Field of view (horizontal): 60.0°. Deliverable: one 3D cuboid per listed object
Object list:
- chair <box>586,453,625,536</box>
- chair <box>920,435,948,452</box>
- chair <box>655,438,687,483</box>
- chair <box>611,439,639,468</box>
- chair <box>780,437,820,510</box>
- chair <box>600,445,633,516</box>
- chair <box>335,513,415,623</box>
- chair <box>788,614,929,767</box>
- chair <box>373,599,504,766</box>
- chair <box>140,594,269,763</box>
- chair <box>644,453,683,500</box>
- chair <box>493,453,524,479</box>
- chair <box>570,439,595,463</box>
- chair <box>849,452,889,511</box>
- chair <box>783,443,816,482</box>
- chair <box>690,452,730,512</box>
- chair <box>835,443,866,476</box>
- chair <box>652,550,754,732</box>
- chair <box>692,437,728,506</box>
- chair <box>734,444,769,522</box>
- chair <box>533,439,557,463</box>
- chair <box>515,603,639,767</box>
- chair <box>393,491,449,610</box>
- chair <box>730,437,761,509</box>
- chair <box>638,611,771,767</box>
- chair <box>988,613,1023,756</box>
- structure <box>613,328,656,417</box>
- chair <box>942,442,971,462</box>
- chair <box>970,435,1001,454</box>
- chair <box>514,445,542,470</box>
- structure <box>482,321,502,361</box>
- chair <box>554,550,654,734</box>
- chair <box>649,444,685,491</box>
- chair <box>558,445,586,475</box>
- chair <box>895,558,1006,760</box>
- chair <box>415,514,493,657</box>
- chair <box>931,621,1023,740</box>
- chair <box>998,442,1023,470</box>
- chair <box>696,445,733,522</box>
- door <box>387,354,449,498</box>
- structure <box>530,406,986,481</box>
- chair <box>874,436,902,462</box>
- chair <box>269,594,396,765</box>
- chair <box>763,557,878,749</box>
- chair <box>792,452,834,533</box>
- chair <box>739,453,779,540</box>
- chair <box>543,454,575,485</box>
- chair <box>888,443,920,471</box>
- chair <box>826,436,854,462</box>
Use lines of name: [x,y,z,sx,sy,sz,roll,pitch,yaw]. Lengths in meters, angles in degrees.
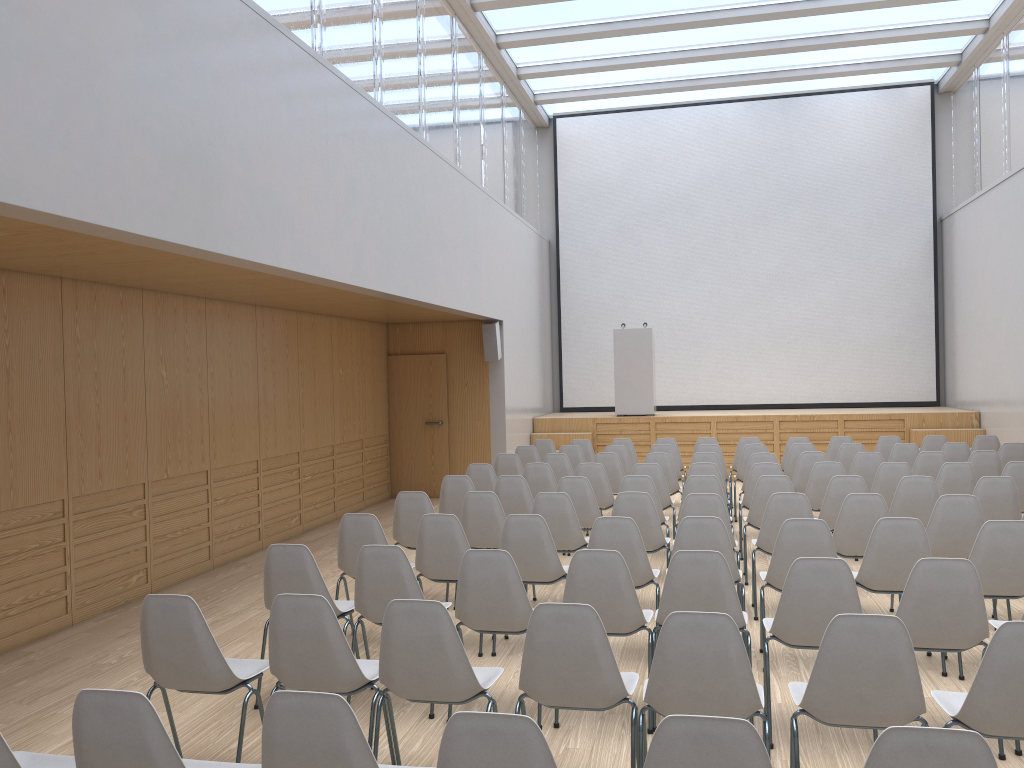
chair: [1.047,1.148,9.464,0.479,0.876,0.505,-1,1,13]
chair: [5.019,1.035,10.625,0.479,0.876,0.505,-1,1,13]
chair: [1.977,1.105,11.276,0.479,0.876,0.505,-1,1,13]
chair: [1.442,1.117,11.354,0.479,0.876,0.505,-1,1,13]
chair: [3.505,1.070,10.893,0.479,0.876,0.505,-1,1,13]
chair: [1.244,1.133,10.374,0.479,0.876,0.505,-1,1,13]
chair: [-0.884,1.237,5.748,0.479,0.876,0.505,-1,1,13]
chair: [1.263,1.210,3.240,0.479,0.876,0.505,-1,1,13]
chair: [-0.296,1.245,3.588,0.479,0.876,0.505,-1,1,13]
chair: [-1.299,1.269,3.771,0.479,0.876,0.505,-1,1,13]
chair: [1.553,1.137,9.302,0.479,0.876,0.505,-1,1,13]
chair: [0.012,1.172,9.685,0.479,0.876,0.505,-1,1,13]
chair: [0.929,1.129,11.427,0.479,0.876,0.505,-1,1,13]
chair: [3.523,1.092,8.840,0.479,0.876,0.505,-1,1,13]
chair: [3.262,1.086,9.993,0.479,0.876,0.505,-1,1,13]
chair: [2.020,1.126,9.218,0.479,0.876,0.505,-1,1,13]
chair: [3.752,1.075,9.855,0.479,0.876,0.505,-1,1,13]
chair: [0.930,1.206,4.367,0.479,0.876,0.505,-1,1,13]
chair: [2.471,1.093,11.195,0.479,0.876,0.505,-1,1,13]
chair: [2.762,1.098,10.076,0.479,0.876,0.505,-1,1,13]
chair: [0.465,1.139,11.614,0.479,0.876,0.505,-1,1,13]
chair: [0.257,1.232,3.483,0.479,0.876,0.505,-1,1,13]
chair: [-0.667,1.220,6.744,0.479,0.876,0.505,-1,1,13]
chair: [2.954,1.082,11.038,0.479,0.876,0.505,-1,1,13]
chair: [0.715,1.223,3.321,0.479,0.876,0.505,-1,1,13]
chair: [2.464,1.171,4.015,0.479,0.876,0.505,-1,1,13]
structure: [1.968,-0.185,14.173,0.605,1.379,0.605,-1,1,13]
chair: [4.773,1.051,9.646,0.479,0.876,0.505,-1,1,13]
chair: [5.544,1.023,10.480,0.479,0.876,0.505,-1,1,13]
chair: [0.228,1.155,10.671,0.479,0.876,0.505,-1,1,13]
structure: [-0.270,-0.587,12.140,0.196,0.542,0.368,-1,1,13]
chair: [0.469,1.217,4.442,0.479,0.876,0.505,-1,1,13]
chair: [1.766,1.120,10.317,0.479,0.876,0.505,-1,1,13]
chair: [0.738,1.144,10.528,0.479,0.876,0.505,-1,1,13]
chair: [1.931,1.184,4.074,0.479,0.876,0.505,-1,1,13]
chair: [-0.379,1.225,5.656,0.479,0.876,0.505,-1,1,13]
chair: [1.759,1.198,3.109,0.479,0.876,0.505,-1,1,13]
chair: [5.285,1.040,9.472,0.479,0.876,0.505,-1,1,13]
chair: [2.265,1.110,10.146,0.479,0.876,0.505,-1,1,13]
door: [-1.336,0.601,12.524,0.873,2.024,0.108,-1,1,13]
structure: [3.674,0.977,14.041,6.552,1.027,2.728,-1,1,13]
chair: [4.521,1.046,10.708,0.479,0.876,0.505,-1,1,13]
chair: [-0.764,1.256,3.721,0.479,0.876,0.505,-1,1,13]
chair: [1.419,1.196,4.146,0.479,0.876,0.505,-1,1,13]
chair: [3.037,1.102,9.009,0.479,0.876,0.505,-1,1,13]
chair: [2.549,1.115,9.016,0.479,0.876,0.505,-1,1,13]
chair: [0.526,1.160,9.510,0.479,0.876,0.505,-1,1,13]
chair: [4.262,1.064,9.700,0.479,0.876,0.505,-1,1,13]
chair: [4.001,1.058,10.843,0.479,0.876,0.505,-1,1,13]
